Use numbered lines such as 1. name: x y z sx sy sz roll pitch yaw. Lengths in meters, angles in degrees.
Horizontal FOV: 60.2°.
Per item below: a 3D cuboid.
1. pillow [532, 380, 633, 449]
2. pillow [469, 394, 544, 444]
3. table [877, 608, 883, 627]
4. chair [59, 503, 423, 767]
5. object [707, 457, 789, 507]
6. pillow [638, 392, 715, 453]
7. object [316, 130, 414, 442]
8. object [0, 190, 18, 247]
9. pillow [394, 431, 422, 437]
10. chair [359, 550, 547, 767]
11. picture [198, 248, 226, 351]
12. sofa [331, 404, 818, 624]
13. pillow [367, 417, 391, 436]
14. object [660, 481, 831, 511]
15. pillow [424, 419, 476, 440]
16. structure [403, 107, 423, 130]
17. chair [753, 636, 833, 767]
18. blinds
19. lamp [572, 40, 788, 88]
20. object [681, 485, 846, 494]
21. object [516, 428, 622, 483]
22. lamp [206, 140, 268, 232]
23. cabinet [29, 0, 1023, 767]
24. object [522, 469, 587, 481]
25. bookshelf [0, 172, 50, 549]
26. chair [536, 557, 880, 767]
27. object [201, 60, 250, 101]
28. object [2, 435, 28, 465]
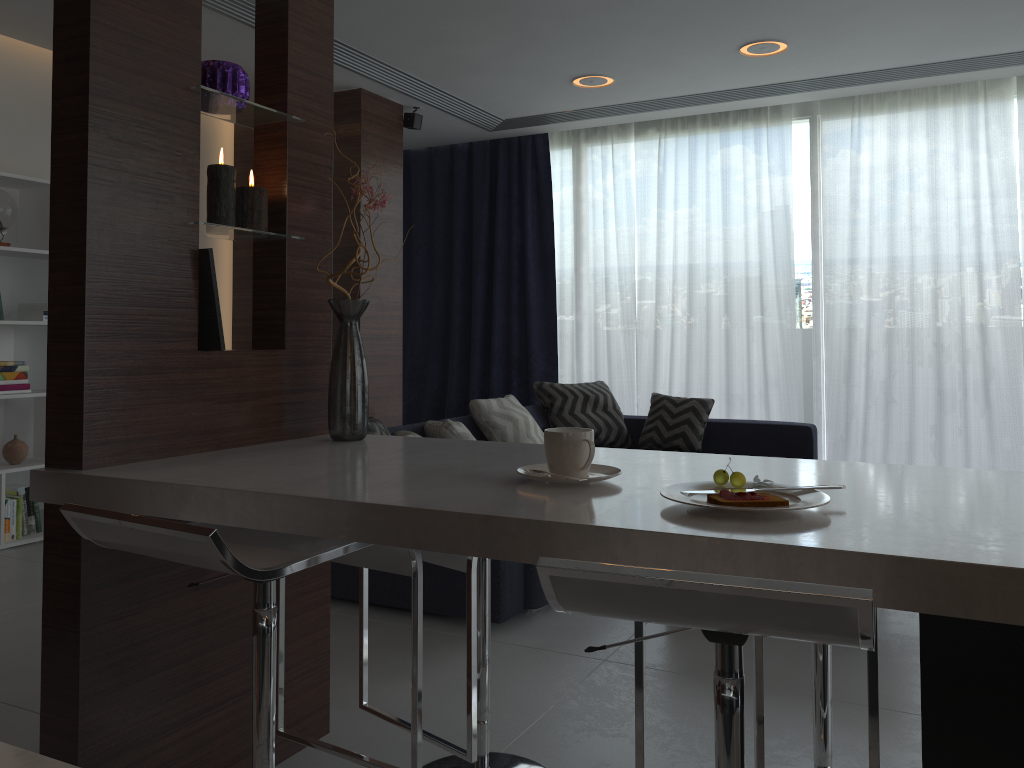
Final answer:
1. pillow: 0.447 0.243 5.554 0.598 0.519 0.355 -1 0 -32
2. pillow: 0.023 0.266 4.728 0.342 0.389 0.495 0 1 27
3. table: 1.070 0.656 3.357 0.805 0.353 0.800 1 2 27
4. chair: -0.452 0.557 1.496 0.396 0.742 0.463 -1 -1 33
5. object: 0.469 0.102 0.457 0.140 0.222 1.878 0 3 -8
6. pillow: 1.007 0.237 5.444 0.415 0.345 0.286 0 0 32
7. object: -0.350 -0.232 2.149 0.198 0.736 0.387 0 -1 8
8. object: -2.547 -0.777 4.313 0.234 0.384 0.220 1 -1 -43
9. pillow: -0.338 0.349 3.827 0.330 0.295 0.416 0 1 -11
10. chair: -0.038 0.547 1.997 0.396 0.711 0.463 -1 -1 45
11. picture: -0.711 -0.184 1.950 0.175 0.222 0.051 0 -2 31
12. sofa: 0.565 0.482 4.331 1.898 0.609 2.873 1 3 27
13. pillow: -0.529 0.321 3.674 0.221 0.386 0.415 0 0 -3
14. object: 0.335 0.168 1.278 0.238 0.019 0.238 0 3 -1
15. pillow: -0.233 0.328 4.092 0.280 0.352 0.418 0 1 -20
16. structure: -0.662 -1.767 5.890 0.114 0.143 0.084 0 -1 32
17. chair: 0.629 0.555 1.799 0.396 0.710 0.463 0 -1 0
18. blinds: 0.707 -0.555 3.426 7.133 2.778 5.799 1 2 31
19. lamp: -0.528 -1.551 0.734 5.343 0.084 9.587 1 3 13
20. object: 0.375 0.157 1.310 0.248 0.008 0.026 0 2 -4
21. object: 0.098 0.122 1.517 0.182 0.087 0.182 0 2 4
22. lamp: -0.647 -0.459 2.084 0.077 0.211 0.153 -2 -1 39
23. cabinet: 0.726 -0.341 1.288 3.333 2.558 0.784 0 -1 27
24. object: 0.069 0.154 1.465 0.036 0.012 0.165 -2 3 -38
25. bookshelf: -2.493 -0.123 4.480 0.300 1.824 1.149 -1 -1 27
26. chair: 0.277 0.570 1.179 0.396 0.742 0.463 -1 -1 23
27. object: -0.682 -0.694 2.064 0.134 0.098 0.132 -1 1 -23
28. object: -2.491 0.329 4.432 0.123 0.148 0.111 0 0 24
